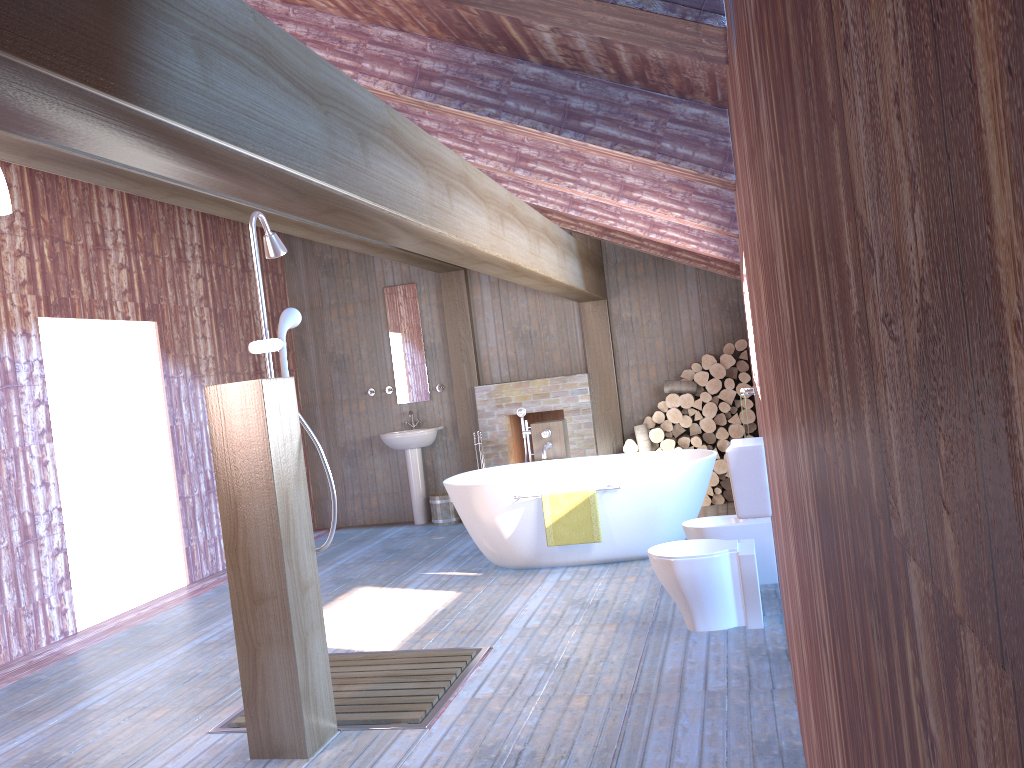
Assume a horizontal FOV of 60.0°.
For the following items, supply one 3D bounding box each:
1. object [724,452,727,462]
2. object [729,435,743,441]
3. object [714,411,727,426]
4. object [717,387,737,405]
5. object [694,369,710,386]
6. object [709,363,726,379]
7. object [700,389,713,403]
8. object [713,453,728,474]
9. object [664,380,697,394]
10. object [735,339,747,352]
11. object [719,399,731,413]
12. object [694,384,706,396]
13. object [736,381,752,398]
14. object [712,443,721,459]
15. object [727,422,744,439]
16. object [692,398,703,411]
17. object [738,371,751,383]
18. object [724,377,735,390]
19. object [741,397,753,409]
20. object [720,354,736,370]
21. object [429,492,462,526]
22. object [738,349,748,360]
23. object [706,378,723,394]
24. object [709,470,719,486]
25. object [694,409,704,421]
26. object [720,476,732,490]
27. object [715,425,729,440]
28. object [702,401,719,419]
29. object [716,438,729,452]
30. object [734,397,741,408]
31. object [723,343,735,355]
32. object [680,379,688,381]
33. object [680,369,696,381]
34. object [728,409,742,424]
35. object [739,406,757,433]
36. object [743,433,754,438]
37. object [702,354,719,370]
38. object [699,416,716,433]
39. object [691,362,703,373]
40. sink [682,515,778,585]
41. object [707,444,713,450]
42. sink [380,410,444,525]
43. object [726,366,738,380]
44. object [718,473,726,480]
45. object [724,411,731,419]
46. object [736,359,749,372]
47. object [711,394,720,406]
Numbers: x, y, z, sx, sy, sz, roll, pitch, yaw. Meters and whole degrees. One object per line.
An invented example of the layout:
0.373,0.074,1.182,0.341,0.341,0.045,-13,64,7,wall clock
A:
1.997,0.649,8.061,0.138,0.147,0.440,-7,1,14,object
2.054,0.524,8.138,0.118,0.106,0.319,-7,1,12,object
1.889,0.309,8.053,0.111,0.118,0.302,-7,1,13,object
1.965,0.108,8.070,0.172,0.151,0.482,-7,1,15,object
1.741,-0.060,8.107,0.139,0.148,0.458,-7,1,14,object
1.864,-0.122,8.057,0.141,0.143,0.437,-7,1,12,object
1.774,0.104,8.083,0.102,0.109,0.438,-7,1,14,object
1.907,0.721,8.086,0.135,0.145,0.439,-7,1,14,object
1.528,0.028,8.039,0.302,0.157,0.121,-7,1,15,object
2.075,-0.346,8.033,0.112,0.113,0.271,-7,1,14,object
1.933,0.194,8.050,0.102,0.109,0.438,-7,1,14,object
1.722,0.047,8.197,0.121,0.124,0.291,-7,1,15,object
2.099,0.045,8.009,0.147,0.152,0.439,-7,1,14,object
1.839,0.607,8.089,0.115,0.112,0.423,-7,1,14,object
2.029,0.411,8.045,0.137,0.133,0.437,-7,1,12,object
1.696,0.185,8.105,0.109,0.124,0.424,-7,1,13,object
2.097,-0.069,8.001,0.102,0.109,0.438,-7,1,14,object
1.974,-0.010,8.032,0.089,0.106,0.437,-7,1,15,object
2.120,0.162,8.004,0.102,0.109,0.438,-7,1,14,object
1.964,-0.211,8.049,0.133,0.142,0.456,-7,1,15,object
-0.649,1.225,8.739,0.309,0.290,0.308,-7,1,24,object
2.092,-0.262,8.048,0.081,0.100,0.281,-7,1,14,object
1.842,0.018,8.067,0.143,0.151,0.440,-7,1,14,object
1.815,0.834,8.106,0.141,0.143,0.437,-7,1,12,object
1.713,0.274,8.112,0.085,0.096,0.280,-7,1,15,object
1.979,0.890,8.170,0.125,0.132,0.320,-7,1,13,object
1.901,0.436,8.044,0.114,0.113,0.301,-7,1,12,object
1.812,0.230,8.083,0.136,0.157,0.439,-7,1,15,object
1.915,0.543,8.040,0.116,0.117,0.289,-7,1,12,object
2.072,0.168,8.063,0.088,0.092,0.280,-7,1,15,object
1.974,-0.311,8.058,0.104,0.121,0.270,-7,1,15,object
1.600,0.013,8.224,0.113,0.130,0.291,-7,1,15,object
1.642,-0.078,8.211,0.140,0.121,0.319,-7,1,16,object
2.014,0.295,8.036,0.115,0.112,0.423,-7,1,14,object
2.132,0.328,8.018,0.137,0.256,0.439,-7,1,14,object
2.146,0.513,8.034,0.139,0.137,0.455,-7,1,12,object
1.808,-0.208,8.085,0.135,0.139,0.456,-7,1,15,object
1.785,0.358,8.094,0.141,0.143,0.437,-7,1,12,object
1.691,-0.153,8.086,0.094,0.097,0.227,-7,1,15,object
1.278,0.921,5.249,0.515,0.517,0.335,-7,1,15,sink
1.804,0.576,8.083,0.054,0.056,0.146,-7,1,14,object
-0.984,0.838,8.831,0.582,1.143,0.475,-7,1,13,sink
2.010,-0.100,8.125,0.132,0.119,0.319,-7,1,15,object
1.911,0.825,8.068,0.071,0.074,0.190,-7,1,14,object
1.953,0.275,8.037,0.065,0.069,0.177,-7,1,13,object
2.092,-0.165,8.036,0.107,0.115,0.269,-7,1,15,object
1.847,0.144,8.048,0.095,0.090,0.278,-7,1,15,object
